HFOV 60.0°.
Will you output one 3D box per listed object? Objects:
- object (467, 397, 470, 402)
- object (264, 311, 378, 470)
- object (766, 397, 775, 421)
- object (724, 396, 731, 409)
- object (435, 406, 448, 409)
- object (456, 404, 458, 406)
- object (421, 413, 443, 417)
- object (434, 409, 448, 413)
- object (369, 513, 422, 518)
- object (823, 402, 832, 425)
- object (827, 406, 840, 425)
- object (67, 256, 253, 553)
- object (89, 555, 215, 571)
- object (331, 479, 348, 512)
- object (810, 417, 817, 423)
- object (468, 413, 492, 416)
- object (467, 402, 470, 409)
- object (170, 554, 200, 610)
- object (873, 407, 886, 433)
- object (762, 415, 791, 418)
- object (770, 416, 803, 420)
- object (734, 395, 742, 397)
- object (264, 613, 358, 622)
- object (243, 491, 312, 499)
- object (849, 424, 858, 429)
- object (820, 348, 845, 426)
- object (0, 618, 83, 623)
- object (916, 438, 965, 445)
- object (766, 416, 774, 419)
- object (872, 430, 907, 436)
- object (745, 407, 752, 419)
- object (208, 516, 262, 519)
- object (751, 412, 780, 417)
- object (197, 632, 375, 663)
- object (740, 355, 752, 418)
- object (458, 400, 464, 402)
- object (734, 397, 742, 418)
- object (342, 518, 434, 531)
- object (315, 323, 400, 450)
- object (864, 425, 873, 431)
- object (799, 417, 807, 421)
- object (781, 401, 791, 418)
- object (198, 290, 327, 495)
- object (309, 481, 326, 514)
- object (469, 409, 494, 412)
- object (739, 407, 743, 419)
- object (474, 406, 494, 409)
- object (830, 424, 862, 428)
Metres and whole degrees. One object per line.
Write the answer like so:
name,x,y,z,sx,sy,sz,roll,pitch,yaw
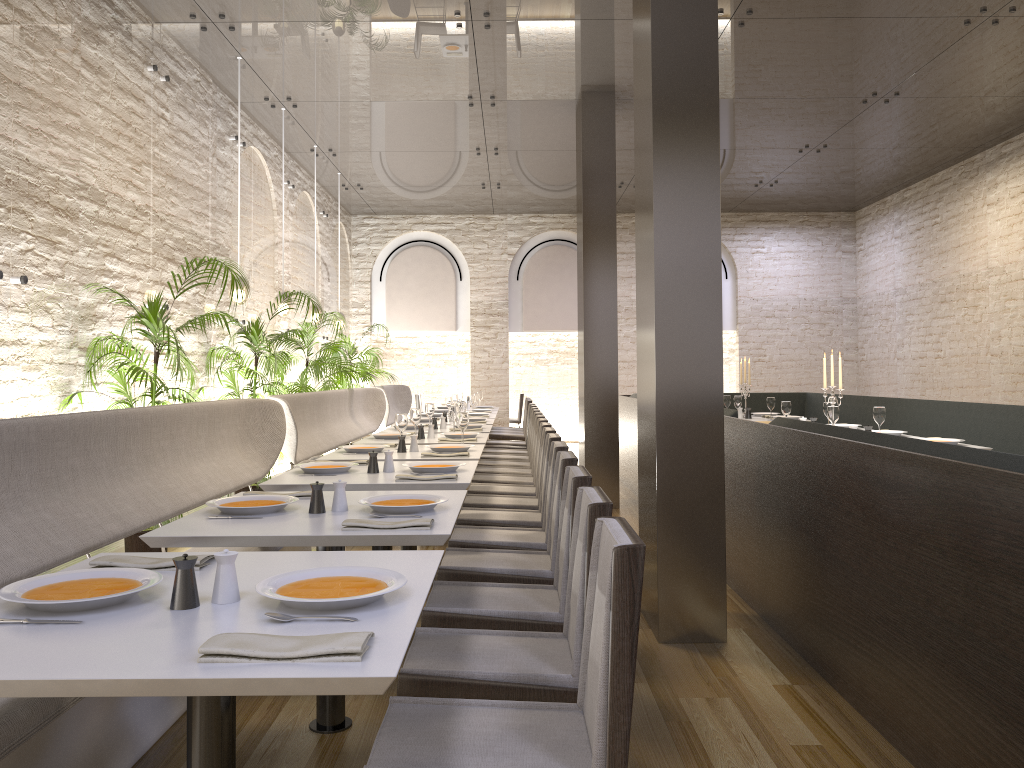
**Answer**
object,-0.749,0.261,15.202,0.059,0.109,0.059,0,-1,2
object,-2.175,0.173,9.483,1.187,1.977,1.144,-1,-2,41
object,2.575,0.247,8.807,0.086,0.231,0.086,-1,-2,36
object,2.319,0.241,9.549,0.086,0.231,0.086,-1,-2,36
object,-0.926,0.332,12.399,0.321,0.036,0.321,0,1,37
object,-0.681,0.305,11.193,0.059,0.109,0.059,-1,-2,36
object,-0.925,0.357,10.157,0.321,0.036,0.321,0,1,37
object,-0.926,0.345,11.259,0.321,0.036,0.321,0,1,37
object,-0.392,0.440,2.976,0.181,0.015,0.038,0,0,1
object,2.575,0.265,7.205,0.086,0.231,0.086,-1,-2,12
object,2.319,0.276,6.393,0.086,0.231,0.086,0,-1,0
object,-2.172,0.218,5.362,1.144,1.977,1.187,-1,-1,31
object,-0.906,0.451,2.252,0.273,0.033,0.142,0,1,0
object,-0.610,0.393,3.140,0.059,0.109,0.059,0,-1,-8
object,2.414,0.324,7.091,0.069,0.127,0.069,0,-1,-6
object,-0.388,0.353,10.155,0.321,0.036,0.321,0,1,37
object,-0.611,0.291,12.378,0.059,0.109,0.059,-1,-2,36
object,-0.680,0.408,1.844,0.059,0.109,0.059,0,-1,-8
object,2.576,0.276,6.207,0.086,0.231,0.086,-2,-2,42
object,2.788,0.346,9.348,0.273,0.033,0.142,0,1,0
object,2.762,0.344,8.916,0.321,0.036,0.321,-1,1,-24
object,2.486,0.238,9.736,0.086,0.231,0.086,0,-2,-30
object,-0.391,0.454,1.725,0.181,0.015,0.038,0,0,1
object,-0.906,0.438,3.502,0.273,0.033,0.142,0,1,0
object,2.314,0.337,6.008,0.069,0.127,0.069,-1,-1,23
object,2.452,0.057,6.776,0.131,0.657,0.390,-1,-1,11
object,-0.928,0.461,1.726,0.185,0.010,0.017,0,0,0
object,2.762,0.379,5.749,0.321,0.036,0.321,-1,1,-24
object,2.788,0.348,9.193,0.273,0.033,0.142,0,1,0
object,2.762,0.370,6.576,0.321,0.036,0.321,0,1,20
object,2.446,0.301,9.169,0.069,0.127,0.068,-2,-2,42
object,-0.929,0.447,2.977,0.185,0.010,0.017,0,0,0
object,2.761,0.336,9.662,0.321,0.036,0.321,-1,1,-42
object,-0.388,0.455,1.549,0.273,0.033,0.142,0,1,0
object,2.452,0.029,9.310,0.131,0.657,0.390,-1,-1,11
object,-0.993,0.301,15.269,0.321,0.036,0.321,0,1,35
object,2.319,0.246,9.094,0.086,0.231,0.086,-1,-2,36
object,-0.388,0.442,2.799,0.273,0.033,0.142,0,1,0
object,-2.159,0.146,11.945,1.145,1.977,1.187,0,-1,-19
object,2.396,0.337,5.958,0.068,0.127,0.069,-1,-1,31
object,2.332,0.325,7.094,0.069,0.127,0.069,0,-1,-6
object,2.319,0.264,7.492,0.086,0.231,0.086,-1,-2,12
object,-2.172,0.195,7.473,1.144,1.977,1.187,-1,-1,31
object,-0.680,0.394,3.094,0.059,0.109,0.059,0,-1,-8
object,-0.388,0.341,11.258,0.321,0.036,0.321,0,1,37
object,2.366,0.301,9.193,0.069,0.127,0.068,-2,-2,42
object,-0.388,0.328,12.397,0.321,0.036,0.321,0,1,37
object,2.762,0.360,7.427,0.322,0.036,0.321,0,1,-4
